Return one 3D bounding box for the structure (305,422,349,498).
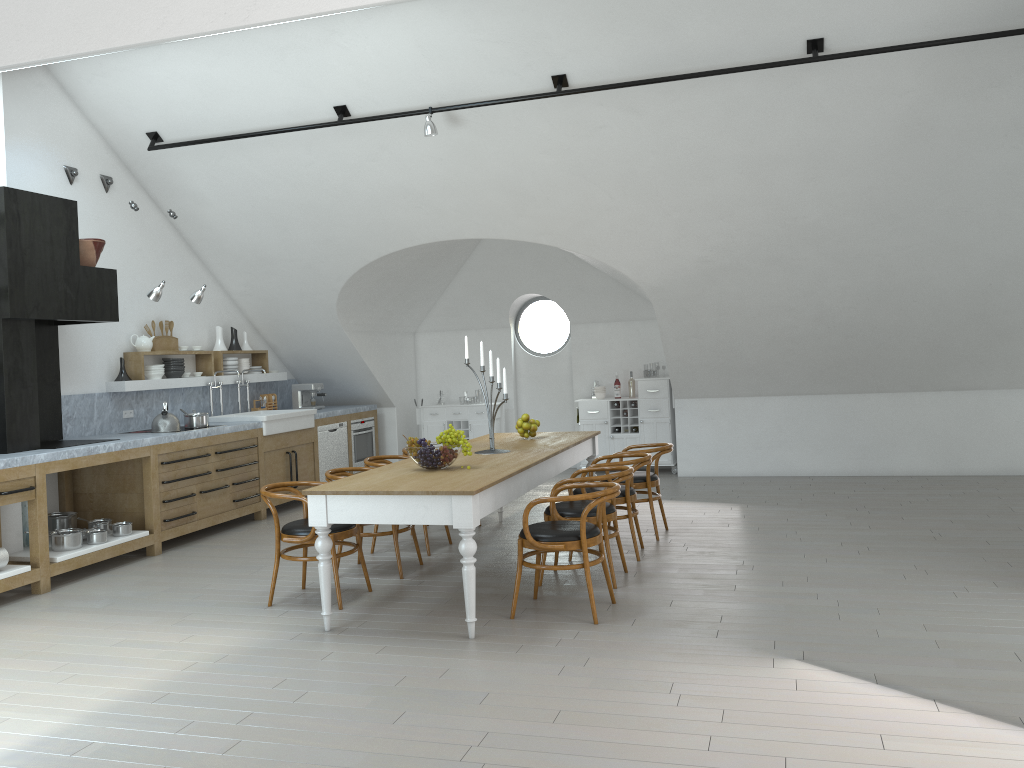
[{"bbox_3d":[-2.309,0.876,10.203,0.598,0.823,0.724,-2,1,17],"label":"structure"}]

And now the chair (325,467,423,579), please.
[{"bbox_3d":[-1.012,0.975,6.347,0.621,0.735,0.527,-2,1,14],"label":"chair"}]

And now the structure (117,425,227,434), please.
[{"bbox_3d":[-3.096,0.435,8.098,0.647,0.041,0.738,-2,2,17],"label":"structure"}]

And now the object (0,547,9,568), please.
[{"bbox_3d":[-3.616,1.145,5.703,0.429,0.231,0.527,-2,2,15],"label":"object"}]

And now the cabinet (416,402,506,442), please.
[{"bbox_3d":[-0.649,0.658,11.436,1.134,0.789,0.497,-2,1,17],"label":"cabinet"}]

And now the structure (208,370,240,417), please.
[{"bbox_3d":[-2.961,0.122,9.202,0.332,0.530,0.214,-3,0,-2],"label":"structure"}]

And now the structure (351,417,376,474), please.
[{"bbox_3d":[-2.089,0.749,10.925,0.630,0.636,0.633,-2,1,17],"label":"structure"}]

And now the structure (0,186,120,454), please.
[{"bbox_3d":[-3.690,-0.461,6.839,0.780,1.884,1.076,-3,0,17],"label":"structure"}]

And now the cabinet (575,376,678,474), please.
[{"bbox_3d":[1.437,0.509,10.995,1.242,1.154,0.610,-2,0,17],"label":"cabinet"}]

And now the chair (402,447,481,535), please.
[{"bbox_3d":[-0.636,0.916,7.750,0.621,0.735,0.527,-2,1,14],"label":"chair"}]

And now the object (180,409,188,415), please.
[{"bbox_3d":[-3.002,0.312,8.282,0.236,0.167,0.051,-2,0,12],"label":"object"}]

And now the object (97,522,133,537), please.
[{"bbox_3d":[-3.132,1.145,7.026,0.260,0.113,0.153,-2,1,16],"label":"object"}]

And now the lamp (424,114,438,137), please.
[{"bbox_3d":[-0.654,-2.080,7.127,0.113,0.175,0.114,-3,1,-20],"label":"lamp"}]

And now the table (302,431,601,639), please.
[{"bbox_3d":[-0.175,0.901,6.370,1.018,0.799,3.351,-2,2,17],"label":"table"}]

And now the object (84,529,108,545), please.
[{"bbox_3d":[-3.200,1.157,6.730,0.261,0.113,0.153,-2,1,6],"label":"object"}]

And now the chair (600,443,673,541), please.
[{"bbox_3d":[1.011,0.858,7.193,0.621,0.735,0.527,-2,1,20],"label":"chair"}]

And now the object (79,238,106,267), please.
[{"bbox_3d":[-3.466,-1.037,7.134,0.366,0.236,0.348,-2,1,35],"label":"object"}]

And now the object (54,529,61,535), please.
[{"bbox_3d":[-3.274,1.118,6.501,0.051,0.152,0.190,-3,1,17],"label":"object"}]

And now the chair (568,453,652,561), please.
[{"bbox_3d":[0.735,0.891,6.522,0.621,0.735,0.527,-2,1,12],"label":"chair"}]

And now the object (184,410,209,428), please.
[{"bbox_3d":[-2.946,0.334,8.349,0.232,0.170,0.394,-3,1,-3],"label":"object"}]

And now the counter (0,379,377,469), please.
[{"bbox_3d":[-3.100,0.162,8.361,0.961,0.619,6.580,-2,2,17],"label":"counter"}]

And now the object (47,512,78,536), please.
[{"bbox_3d":[-3.749,1.131,7.150,0.456,0.197,0.268,-4,2,-39],"label":"object"}]

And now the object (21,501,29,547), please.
[{"bbox_3d":[-3.698,0.982,6.795,0.231,0.498,0.230,-3,0,-32],"label":"object"}]

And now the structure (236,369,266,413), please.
[{"bbox_3d":[-2.818,0.101,9.669,0.332,0.530,0.214,-3,0,-2],"label":"structure"}]

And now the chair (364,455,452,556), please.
[{"bbox_3d":[-0.857,0.946,7.061,0.621,0.735,0.527,-2,1,20],"label":"chair"}]

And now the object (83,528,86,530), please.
[{"bbox_3d":[-3.390,1.158,6.915,0.061,0.035,0.170,-2,2,17],"label":"object"}]

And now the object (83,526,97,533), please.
[{"bbox_3d":[-3.322,1.152,6.886,0.041,0.045,0.247,-2,2,16],"label":"object"}]

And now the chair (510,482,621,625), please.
[{"bbox_3d":[0.334,0.951,5.123,0.621,0.735,0.527,-2,1,20],"label":"chair"}]

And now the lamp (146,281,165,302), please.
[{"bbox_3d":[-3.012,-0.781,7.485,0.164,0.178,0.115,-2,1,35],"label":"lamp"}]

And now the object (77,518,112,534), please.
[{"bbox_3d":[-3.346,1.143,7.140,0.308,0.133,0.182,-1,2,41],"label":"object"}]

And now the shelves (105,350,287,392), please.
[{"bbox_3d":[-3.497,-0.611,7.939,0.480,1.361,5.553,-3,2,11],"label":"shelves"}]

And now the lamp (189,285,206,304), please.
[{"bbox_3d":[-2.839,-0.809,8.037,0.169,0.176,0.112,-2,1,9],"label":"lamp"}]

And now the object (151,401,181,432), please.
[{"bbox_3d":[-3.084,0.289,7.889,0.246,0.267,0.246,-2,1,27],"label":"object"}]

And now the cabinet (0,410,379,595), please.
[{"bbox_3d":[-3.063,0.984,8.285,1.003,1.022,6.433,-2,2,17],"label":"cabinet"}]

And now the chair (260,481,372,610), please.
[{"bbox_3d":[-1.282,1.008,5.671,0.621,0.735,0.527,-2,1,17],"label":"chair"}]

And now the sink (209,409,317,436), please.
[{"bbox_3d":[-2.618,0.405,9.318,0.727,0.202,1.021,-2,2,17],"label":"sink"}]

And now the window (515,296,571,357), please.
[{"bbox_3d":[0.430,-0.762,11.778,0.899,0.900,0.060,-2,0,17],"label":"window"}]

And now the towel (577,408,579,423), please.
[{"bbox_3d":[0.853,0.389,11.227,0.049,0.204,0.150,-3,1,18],"label":"towel"}]

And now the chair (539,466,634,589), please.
[{"bbox_3d":[0.507,0.922,5.830,0.621,0.735,0.527,-2,1,17],"label":"chair"}]

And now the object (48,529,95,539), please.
[{"bbox_3d":[-3.441,1.163,6.847,0.508,0.052,0.263,-3,2,-6],"label":"object"}]

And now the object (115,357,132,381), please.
[{"bbox_3d":[-3.568,-0.136,8.124,0.156,0.218,0.156,-3,1,-2],"label":"object"}]

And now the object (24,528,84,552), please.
[{"bbox_3d":[-3.365,1.149,6.562,0.378,0.164,0.223,-2,1,6],"label":"object"}]
